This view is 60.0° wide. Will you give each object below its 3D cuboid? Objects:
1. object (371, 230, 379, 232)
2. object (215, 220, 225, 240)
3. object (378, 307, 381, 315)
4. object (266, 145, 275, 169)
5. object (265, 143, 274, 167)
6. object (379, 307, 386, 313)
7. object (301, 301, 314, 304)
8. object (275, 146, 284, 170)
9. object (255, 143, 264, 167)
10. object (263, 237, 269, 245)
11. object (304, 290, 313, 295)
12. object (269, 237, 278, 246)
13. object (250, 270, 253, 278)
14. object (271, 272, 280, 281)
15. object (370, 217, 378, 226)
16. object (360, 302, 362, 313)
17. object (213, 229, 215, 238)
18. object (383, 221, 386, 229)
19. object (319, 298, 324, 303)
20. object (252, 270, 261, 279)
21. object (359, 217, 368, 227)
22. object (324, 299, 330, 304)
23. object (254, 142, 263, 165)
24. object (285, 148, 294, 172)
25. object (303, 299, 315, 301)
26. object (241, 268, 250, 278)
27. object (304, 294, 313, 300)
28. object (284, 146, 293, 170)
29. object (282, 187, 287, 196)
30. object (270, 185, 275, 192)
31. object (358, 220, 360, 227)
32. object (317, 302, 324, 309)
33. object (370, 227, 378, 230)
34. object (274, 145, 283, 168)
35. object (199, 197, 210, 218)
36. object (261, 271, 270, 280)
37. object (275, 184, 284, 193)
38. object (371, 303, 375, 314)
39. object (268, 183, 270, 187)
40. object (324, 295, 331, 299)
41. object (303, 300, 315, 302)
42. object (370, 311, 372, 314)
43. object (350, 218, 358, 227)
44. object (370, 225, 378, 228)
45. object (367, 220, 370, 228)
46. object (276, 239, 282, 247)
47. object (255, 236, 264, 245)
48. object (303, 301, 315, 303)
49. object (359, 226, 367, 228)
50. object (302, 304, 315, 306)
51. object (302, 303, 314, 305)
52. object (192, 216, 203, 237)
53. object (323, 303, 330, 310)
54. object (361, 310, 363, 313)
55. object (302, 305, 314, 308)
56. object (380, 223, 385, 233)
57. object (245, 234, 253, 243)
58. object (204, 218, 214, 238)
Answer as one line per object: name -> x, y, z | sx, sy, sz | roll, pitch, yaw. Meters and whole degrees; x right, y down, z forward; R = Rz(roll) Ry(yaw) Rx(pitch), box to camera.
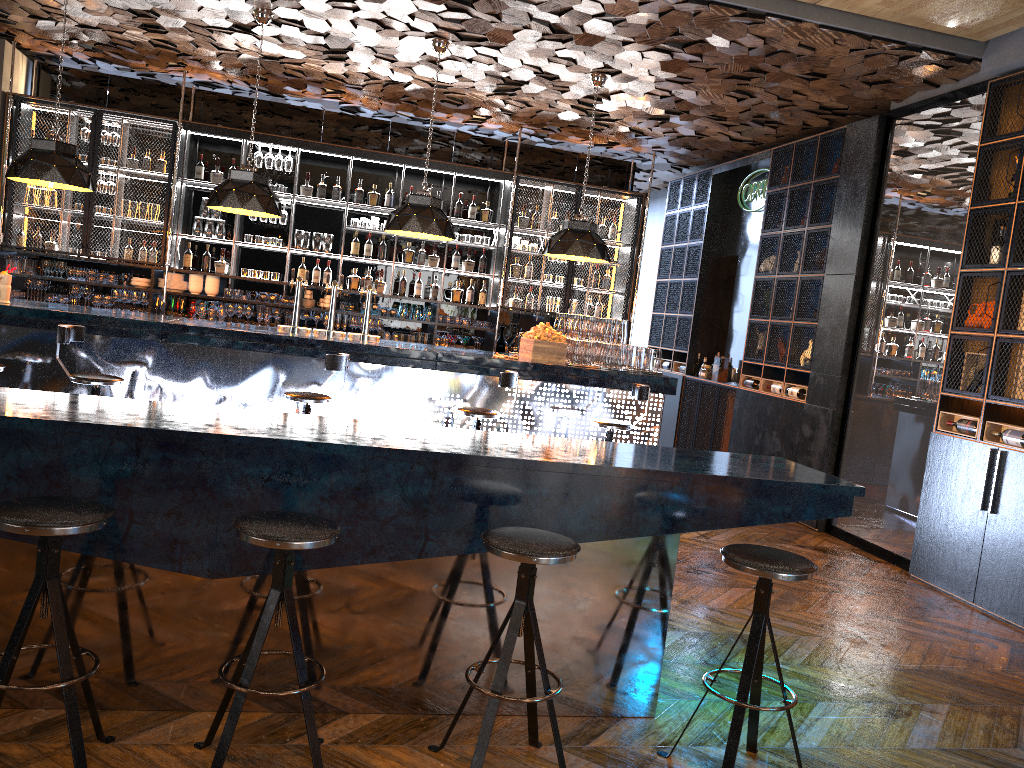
object -> -1.533, -1.758, 9.930 | 0.089, 0.092, 0.089 | 8, 4, 12
object -> -3.105, -1.642, 9.448 | 0.105, 0.209, 0.105 | 10, 5, 32
object -> -1.468, -0.820, 10.004 | 0.098, 0.097, 0.098 | 5, 5, -22
object -> -2.611, -2.451, 9.573 | 0.092, 0.244, 0.092 | 10, 6, 37
object -> -2.574, -2.434, 9.413 | 0.092, 0.244, 0.092 | 10, 6, 37
object -> -1.424, -0.802, 9.830 | 0.098, 0.097, 0.098 | 9, 5, 24
object -> -2.212, -0.877, 9.622 | 0.149, 0.024, 0.149 | 6, 5, -14
object -> -2.515, -2.441, 9.596 | 0.092, 0.244, 0.092 | 10, 6, 37
object -> -2.717, -2.462, 9.548 | 0.092, 0.244, 0.092 | 10, 6, 37
object -> -2.670, -1.546, 9.653 | 0.089, 0.092, 0.089 | 8, 5, 18
object -> -2.207, -0.984, 9.610 | 0.094, 0.069, 0.106 | 6, 4, -7
object -> -2.561, -1.521, 9.501 | 0.089, 0.092, 0.089 | 4, 5, -29
object -> -2.824, -1.198, 9.691 | 0.089, 0.092, 0.089 | 3, 6, -41
object -> -2.563, -1.159, 9.602 | 0.089, 0.092, 0.089 | 7, 4, -3
object -> -1.517, -1.793, 9.782 | 0.089, 0.092, 0.089 | 6, 5, -18
object -> -1.663, -0.853, 9.937 | 0.100, 0.125, 0.100 | 7, 4, 0
object -> -3.250, -1.666, 9.538 | 0.105, 0.209, 0.105 | 10, 5, 32
object -> -1.373, -1.748, 9.788 | 0.089, 0.092, 0.089 | 5, 5, -23
object -> -2.063, -0.902, 9.731 | 0.094, 0.069, 0.105 | 4, 5, -36
object -> -2.743, -1.175, 9.523 | 0.089, 0.092, 0.089 | 11, 6, 40
object -> -1.623, -1.773, 9.720 | 0.089, 0.092, 0.089 | 9, 5, 28
object -> -1.998, -0.889, 9.657 | 0.094, 0.069, 0.106 | 9, 5, 28
object -> -2.681, -2.445, 9.388 | 0.092, 0.244, 0.092 | 10, 6, 37
object -> -2.414, -2.430, 9.620 | 0.092, 0.244, 0.092 | 10, 6, 37
object -> -2.210, -0.908, 9.619 | 0.149, 0.026, 0.148 | 6, 4, -7
object -> -2.862, -1.188, 9.509 | 0.089, 0.092, 0.089 | 3, 6, -41
object -> -2.202, -0.939, 9.616 | 0.107, 0.070, 0.094 | 8, 5, 17
object -> -2.378, -2.414, 9.460 | 0.092, 0.244, 0.092 | 10, 6, 37
object -> -2.499, -2.101, 9.672 | 0.089, 0.092, 0.089 | 3, 6, -45
object -> -2.618, -2.113, 9.633 | 0.089, 0.092, 0.089 | 7, 4, -3
object -> -1.738, -1.778, 9.869 | 0.089, 0.092, 0.089 | 3, 6, -41
object -> -2.075, -0.859, 9.735 | 0.094, 0.067, 0.106 | 10, 6, 39
object -> -1.522, -1.746, 9.785 | 0.089, 0.092, 0.089 | 5, 5, -24
object -> -2.478, -2.424, 9.436 | 0.092, 0.244, 0.092 | 10, 6, 37
object -> -3.253, -1.867, 9.402 | 0.105, 0.209, 0.105 | 10, 5, 32
object -> -2.679, -1.176, 9.639 | 0.089, 0.092, 0.089 | 7, 4, -3
object -> -2.489, -2.086, 9.487 | 0.089, 0.092, 0.089 | 3, 6, -45
object -> -1.525, -0.830, 9.844 | 0.108, 0.126, 0.108 | 5, 5, -18
object -> -2.639, -2.105, 9.502 | 0.089, 0.092, 0.089 | 3, 6, -45
object -> -1.993, -0.933, 9.643 | 0.094, 0.068, 0.106 | 6, 5, -13
object -> -2.210, -0.896, 9.620 | 0.149, 0.025, 0.149 | 10, 6, 39
object -> -1.554, -0.842, 9.963 | 0.108, 0.126, 0.108 | 3, 6, -42
object -> -1.724, -1.764, 9.705 | 0.089, 0.092, 0.089 | 8, 4, 12
object -> -1.520, -1.768, 9.784 | 0.089, 0.092, 0.089 | 5, 5, -24
object -> -1.627, -1.786, 9.881 | 0.089, 0.092, 0.089 | 8, 4, 12
object -> -2.556, -1.535, 9.687 | 0.089, 0.092, 0.089 | 4, 5, -29
object -> -2.713, -1.542, 9.528 | 0.089, 0.092, 0.089 | 4, 5, -35
object -> -2.209, -0.886, 9.621 | 0.149, 0.026, 0.148 | 6, 4, -7
object -> -1.626, -1.753, 9.722 | 0.089, 0.092, 0.089 | 3, 6, -41
object -> -2.214, -0.853, 9.624 | 0.149, 0.023, 0.149 | 3, 6, -44
object -> -2.213, -0.865, 9.623 | 0.149, 0.023, 0.149 | 4, 5, -29
object -> -3.334, -1.666, 9.406 | 0.105, 0.209, 0.105 | 10, 5, 32
object -> -2.000, -0.844, 9.658 | 0.106, 0.067, 0.094 | 5, 5, -25
object -> -1.635, -0.841, 9.823 | 0.100, 0.125, 0.100 | 10, 5, 34
object -> -2.216, -0.843, 9.625 | 0.149, 0.022, 0.149 | 3, 6, -44
object -> -1.430, -1.745, 9.920 | 0.089, 0.092, 0.089 | 5, 5, -24
object -> -2.834, -1.558, 9.544 | 0.089, 0.092, 0.089 | 4, 5, -35
object -> -3.219, -1.655, 9.433 | 0.105, 0.209, 0.105 | 10, 5, 32
